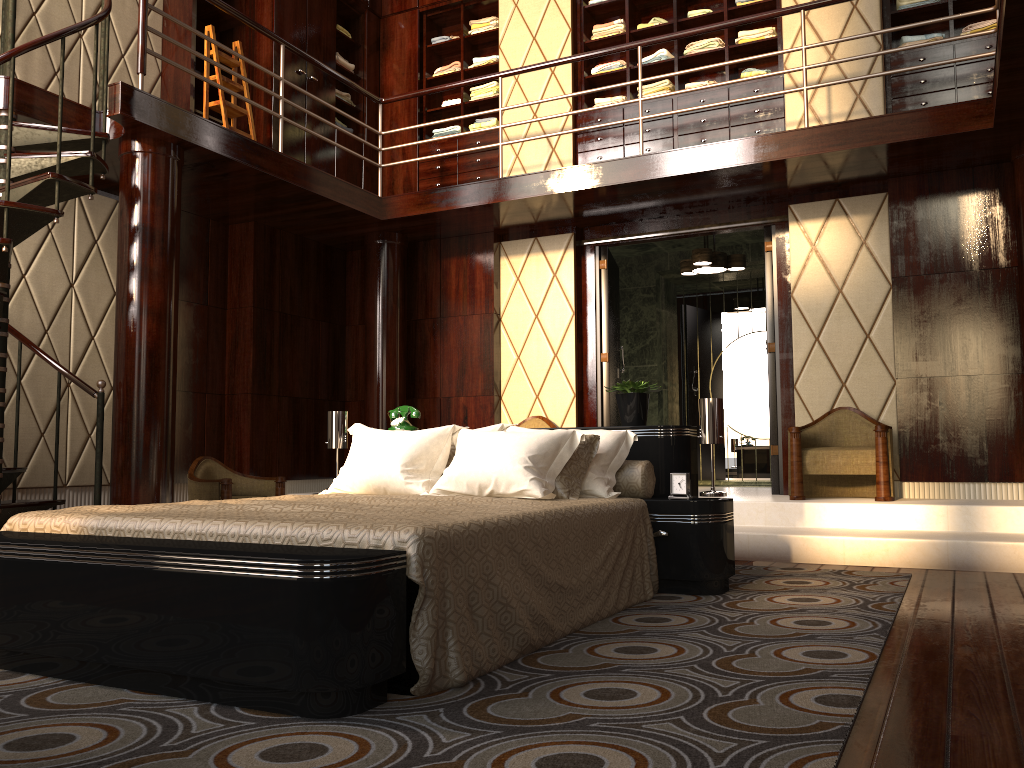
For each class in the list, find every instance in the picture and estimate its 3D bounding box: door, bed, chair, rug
[{"bbox_3d":[1.305,-0.111,6.495,1.435,1.820,0.828,-3,-5,25],"label":"door"},{"bbox_3d":[-0.429,0.463,3.131,1.985,0.660,2.381,-3,-5,27],"label":"bed"},{"bbox_3d":[1.931,0.398,5.192,0.571,0.550,0.462,-3,-5,27],"label":"chair"},{"bbox_3d":[-0.359,0.777,2.939,2.910,0.006,3.735,-3,-5,27],"label":"rug"},{"bbox_3d":[-1.714,0.716,5.407,0.462,0.550,0.571,-3,-5,27],"label":"chair"},{"bbox_3d":[0.079,0.486,6.119,0.571,0.550,0.462,-3,-5,27],"label":"chair"}]

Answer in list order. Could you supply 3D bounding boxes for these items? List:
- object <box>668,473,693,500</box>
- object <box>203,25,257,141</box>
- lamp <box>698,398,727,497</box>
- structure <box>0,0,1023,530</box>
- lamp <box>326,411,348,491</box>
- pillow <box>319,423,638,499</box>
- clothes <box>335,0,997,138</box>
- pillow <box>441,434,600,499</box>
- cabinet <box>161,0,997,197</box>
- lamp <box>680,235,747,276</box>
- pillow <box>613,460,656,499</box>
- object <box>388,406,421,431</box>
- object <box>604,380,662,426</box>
[{"bbox_3d":[0.651,0.397,3.436,0.088,0.103,0.034,-4,-6,35],"label":"object"},{"bbox_3d":[-1.818,-1.838,5.796,0.258,0.974,0.275,-3,-5,27],"label":"object"},{"bbox_3d":[0.793,0.251,3.514,0.106,0.385,0.109,-4,-6,34],"label":"lamp"},{"bbox_3d":[0.331,-0.702,4.457,6.107,3.189,3.750,-3,-5,27],"label":"structure"},{"bbox_3d":[-0.844,0.326,4.295,0.106,0.385,0.109,-4,-6,34],"label":"lamp"},{"bbox_3d":[-0.193,0.310,3.596,1.322,0.320,0.685,-3,-5,28],"label":"pillow"},{"bbox_3d":[0.824,-2.491,6.581,4.996,0.954,0.818,-2,-5,19],"label":"clothes"},{"bbox_3d":[-0.182,0.333,3.560,1.123,0.271,0.293,-3,-5,27],"label":"pillow"},{"bbox_3d":[0.888,-2.525,5.741,6.767,2.432,2.576,-3,-5,27],"label":"cabinet"},{"bbox_3d":[1.488,-1.041,6.873,0.515,0.347,0.467,3,-6,-33],"label":"lamp"},{"bbox_3d":[-0.060,0.412,3.874,1.396,0.167,0.173,-3,-5,27],"label":"pillow"},{"bbox_3d":[-0.539,0.174,4.431,0.158,0.131,0.178,1,-5,-11],"label":"object"},{"bbox_3d":[0.534,0.087,3.894,0.256,0.205,0.241,-1,-5,8],"label":"object"}]
